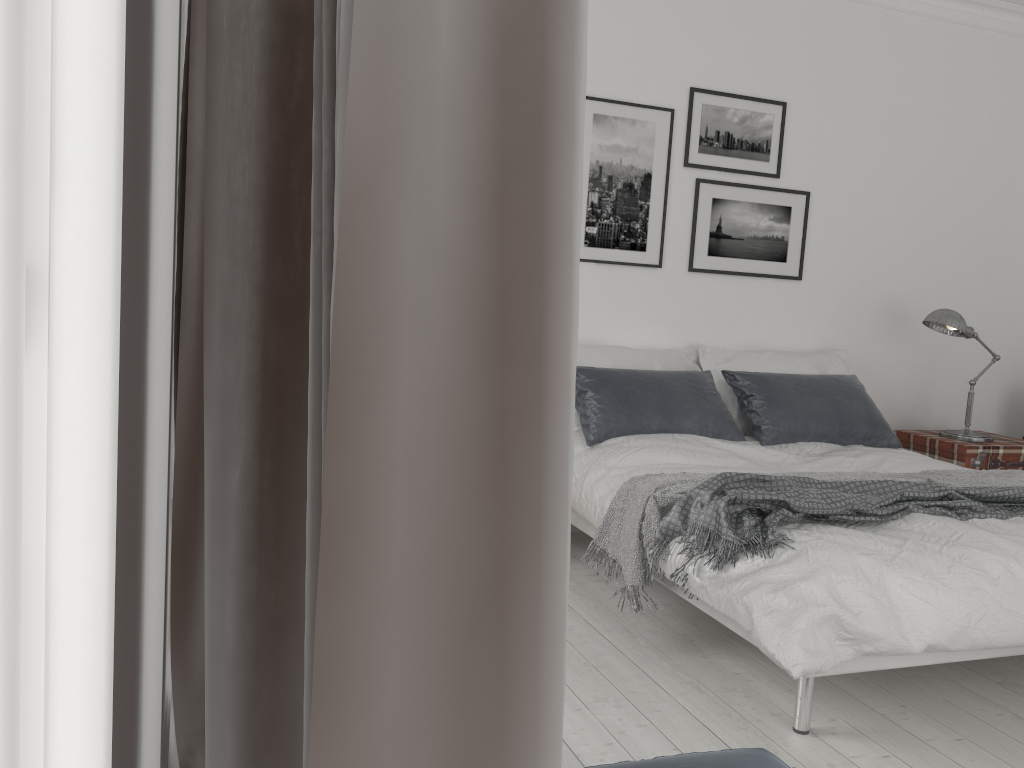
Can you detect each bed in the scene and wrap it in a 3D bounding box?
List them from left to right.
[{"bbox_3d":[1.304,0.440,3.644,2.217,0.926,2.473,2,6,-20],"label":"bed"}]

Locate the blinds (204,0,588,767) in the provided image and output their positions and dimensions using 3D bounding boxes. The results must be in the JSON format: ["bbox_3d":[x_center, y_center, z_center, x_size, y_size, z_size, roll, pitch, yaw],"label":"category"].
[{"bbox_3d":[0.025,-0.206,0.464,0.318,2.680,0.769,1,7,-25],"label":"blinds"}]

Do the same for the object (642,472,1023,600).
[{"bbox_3d":[1.530,0.527,3.046,2.154,0.377,0.536,2,6,-18],"label":"object"}]

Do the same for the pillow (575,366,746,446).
[{"bbox_3d":[0.657,0.103,4.152,0.837,0.329,0.405,2,6,-20],"label":"pillow"}]

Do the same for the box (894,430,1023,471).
[{"bbox_3d":[2.560,0.392,4.916,0.647,0.185,0.537,2,6,-20],"label":"box"}]

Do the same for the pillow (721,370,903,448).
[{"bbox_3d":[1.499,0.127,4.449,0.842,0.339,0.405,2,6,-20],"label":"pillow"}]

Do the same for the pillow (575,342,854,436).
[{"bbox_3d":[1.022,0.038,4.499,1.965,0.529,0.465,1,6,-21],"label":"pillow"}]

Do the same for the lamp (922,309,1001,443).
[{"bbox_3d":[2.434,-0.050,4.803,0.488,0.699,0.269,2,6,-20],"label":"lamp"}]

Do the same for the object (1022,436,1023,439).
[{"bbox_3d":[3.291,0.424,5.157,0.208,0.902,0.647,0,7,-30],"label":"object"}]

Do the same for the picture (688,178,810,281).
[{"bbox_3d":[1.290,-0.828,4.797,0.720,0.486,0.015,2,6,-20],"label":"picture"}]

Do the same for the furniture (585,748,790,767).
[{"bbox_3d":[0.319,0.863,1.384,0.646,0.423,0.646,2,6,-19],"label":"furniture"}]

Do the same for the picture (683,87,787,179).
[{"bbox_3d":[1.186,-1.323,4.696,0.592,0.403,0.015,2,6,-20],"label":"picture"}]

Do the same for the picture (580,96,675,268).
[{"bbox_3d":[0.551,-1.015,4.505,0.545,0.810,0.015,2,6,-20],"label":"picture"}]

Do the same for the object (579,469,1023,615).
[{"bbox_3d":[1.378,0.586,3.397,2.236,0.500,0.521,2,6,-17],"label":"object"}]

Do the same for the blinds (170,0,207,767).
[{"bbox_3d":[-0.500,-0.375,1.774,0.294,2.681,0.582,2,6,-13],"label":"blinds"}]
